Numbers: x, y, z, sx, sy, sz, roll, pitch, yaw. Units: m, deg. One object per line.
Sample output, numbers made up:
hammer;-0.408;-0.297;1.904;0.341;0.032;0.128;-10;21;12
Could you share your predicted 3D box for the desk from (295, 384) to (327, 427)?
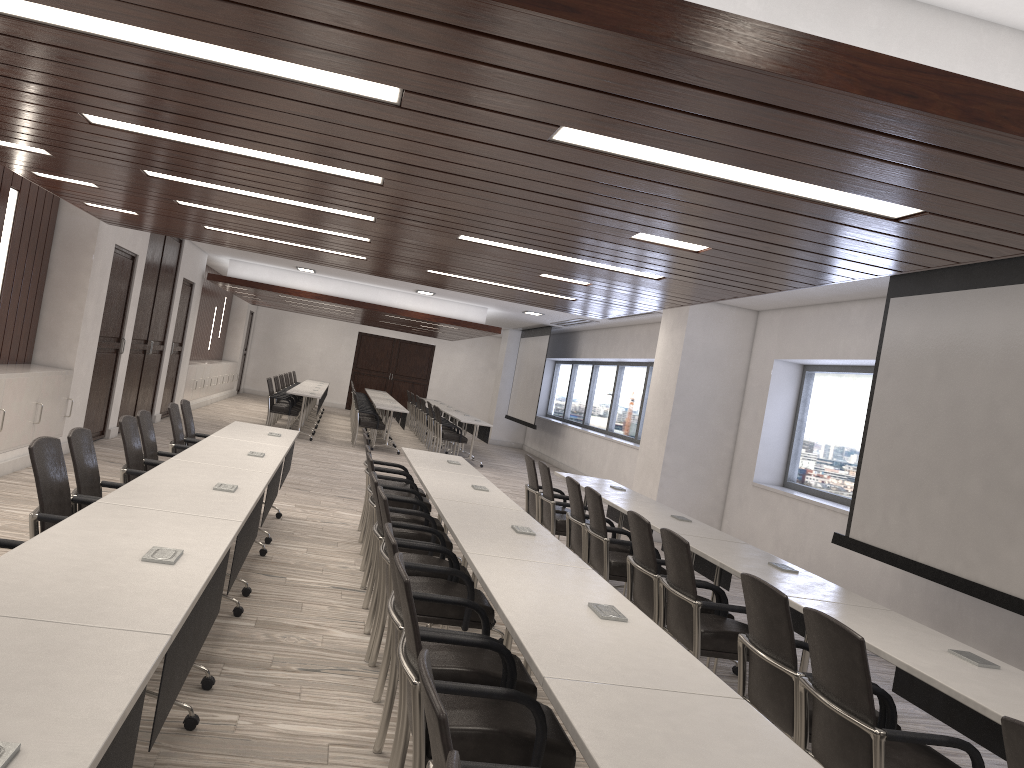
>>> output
desk;-4.293;0.443;18.754;0.577;0.795;1.509;10;0;-11

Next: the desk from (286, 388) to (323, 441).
desk;-3.734;0.532;15.771;0.577;0.795;1.509;10;0;-11

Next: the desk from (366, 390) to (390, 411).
desk;-3.384;0.610;22.032;0.577;0.795;1.509;10;0;-11

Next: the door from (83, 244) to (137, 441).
door;-4.851;-0.470;10.562;0.200;2.323;1.163;10;0;-11

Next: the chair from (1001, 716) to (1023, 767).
chair;1.480;1.333;2.115;0.638;0.939;0.513;10;0;-12

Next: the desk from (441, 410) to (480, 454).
desk;-1.095;0.998;17.829;0.577;0.795;1.509;10;0;-11

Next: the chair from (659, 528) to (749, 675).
chair;1.032;1.261;4.587;0.638;0.939;0.513;10;0;-11

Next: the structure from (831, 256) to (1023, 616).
structure;3.150;0.203;5.492;0.438;2.329;3.550;10;0;-11

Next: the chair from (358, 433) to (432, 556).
chair;-0.986;0.916;7.296;0.638;0.939;0.513;10;0;-11

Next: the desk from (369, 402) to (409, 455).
desk;-2.264;0.789;16.054;0.577;0.795;1.509;10;0;-11

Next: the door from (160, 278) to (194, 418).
door;-5.638;-0.596;14.757;0.200;2.323;1.163;10;0;-11

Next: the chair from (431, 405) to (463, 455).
chair;-1.220;0.900;16.519;0.638;0.939;0.513;10;0;-11

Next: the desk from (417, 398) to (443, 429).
desk;-2.216;0.818;23.807;0.577;0.795;1.509;10;0;-11

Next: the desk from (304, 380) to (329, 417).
desk;-4.854;0.352;21.748;0.577;0.795;1.509;10;0;-11

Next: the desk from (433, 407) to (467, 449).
desk;-1.374;0.953;19.316;0.577;0.795;1.509;10;0;-11

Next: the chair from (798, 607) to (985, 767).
chair;1.299;1.304;3.089;0.638;0.939;0.513;10;0;-11

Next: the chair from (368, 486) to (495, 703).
chair;-0.416;1.008;4.308;0.638;0.939;0.513;10;0;-12

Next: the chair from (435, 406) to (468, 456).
chair;-1.124;0.915;16.006;0.638;0.939;0.513;10;0;-10

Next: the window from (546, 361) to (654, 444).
window;1.995;0.282;17.106;0.118;1.419;10.452;10;0;-11

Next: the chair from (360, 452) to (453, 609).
chair;-0.713;0.960;5.796;0.638;0.939;0.513;10;0;-11

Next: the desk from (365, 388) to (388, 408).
desk;-3.664;0.565;23.528;0.577;0.795;1.509;10;0;-11

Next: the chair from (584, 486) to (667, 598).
chair;0.752;1.216;6.086;0.638;0.939;0.513;10;0;-11

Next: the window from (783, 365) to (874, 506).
window;3.930;0.593;6.777;0.118;1.419;6.968;10;0;-11

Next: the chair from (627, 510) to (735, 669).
chair;0.922;1.243;5.100;0.638;0.939;0.513;10;0;-11

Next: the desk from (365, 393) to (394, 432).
desk;-3.103;0.655;20.533;0.577;0.795;1.509;10;0;-11

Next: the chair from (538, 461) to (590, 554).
chair;0.472;1.171;7.578;0.638;0.939;0.513;10;0;-11

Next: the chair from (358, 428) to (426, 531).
chair;-1.080;0.901;7.815;0.638;0.939;0.513;10;0;-12

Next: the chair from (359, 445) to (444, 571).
chair;-0.807;0.945;6.310;0.638;0.939;0.513;10;0;-11

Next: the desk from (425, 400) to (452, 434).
desk;-1.935;0.863;22.311;0.577;0.795;1.509;10;0;-11

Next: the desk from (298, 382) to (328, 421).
desk;-4.573;0.398;20.250;0.577;0.795;1.509;10;0;-11

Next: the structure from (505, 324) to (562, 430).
structure;0.366;-0.244;20.352;0.438;2.329;3.550;10;0;-11

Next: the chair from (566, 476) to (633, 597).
chair;0.651;1.200;6.599;0.638;0.939;0.513;10;0;-10

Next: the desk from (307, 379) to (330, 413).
desk;-5.135;0.307;23.244;0.577;0.795;1.509;10;0;-11

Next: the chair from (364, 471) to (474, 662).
chair;-0.532;0.989;4.826;0.638;0.939;0.513;10;0;-10

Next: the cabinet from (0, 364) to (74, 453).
cabinet;-4.124;0.284;5.550;0.476;0.698;7.540;10;0;-11

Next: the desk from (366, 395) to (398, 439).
desk;-2.823;0.700;19.037;0.577;0.795;1.509;10;0;-11

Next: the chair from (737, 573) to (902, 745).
chair;1.207;1.289;3.606;0.638;0.939;0.513;10;0;-12

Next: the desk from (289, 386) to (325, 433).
desk;-4.015;0.487;17.267;0.577;0.795;1.509;10;0;-11

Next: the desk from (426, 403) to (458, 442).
desk;-1.654;0.908;20.812;0.577;0.795;1.509;10;0;-11

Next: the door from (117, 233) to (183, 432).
door;-5.196;-0.812;12.662;0.200;2.889;2.327;10;0;-11

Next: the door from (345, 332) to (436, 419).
door;-3.632;-0.216;26.585;2.329;2.323;0.200;10;0;-11

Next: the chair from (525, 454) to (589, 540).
chair;0.361;1.153;8.088;0.638;0.939;0.513;10;0;-11

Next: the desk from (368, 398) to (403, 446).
desk;-2.544;0.744;17.550;0.577;0.795;1.509;10;0;-11

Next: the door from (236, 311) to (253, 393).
door;-7.493;-0.894;24.662;0.200;2.323;1.163;10;0;-11

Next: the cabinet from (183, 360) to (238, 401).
cabinet;-6.781;-0.142;19.731;0.476;0.698;7.540;10;0;-11
